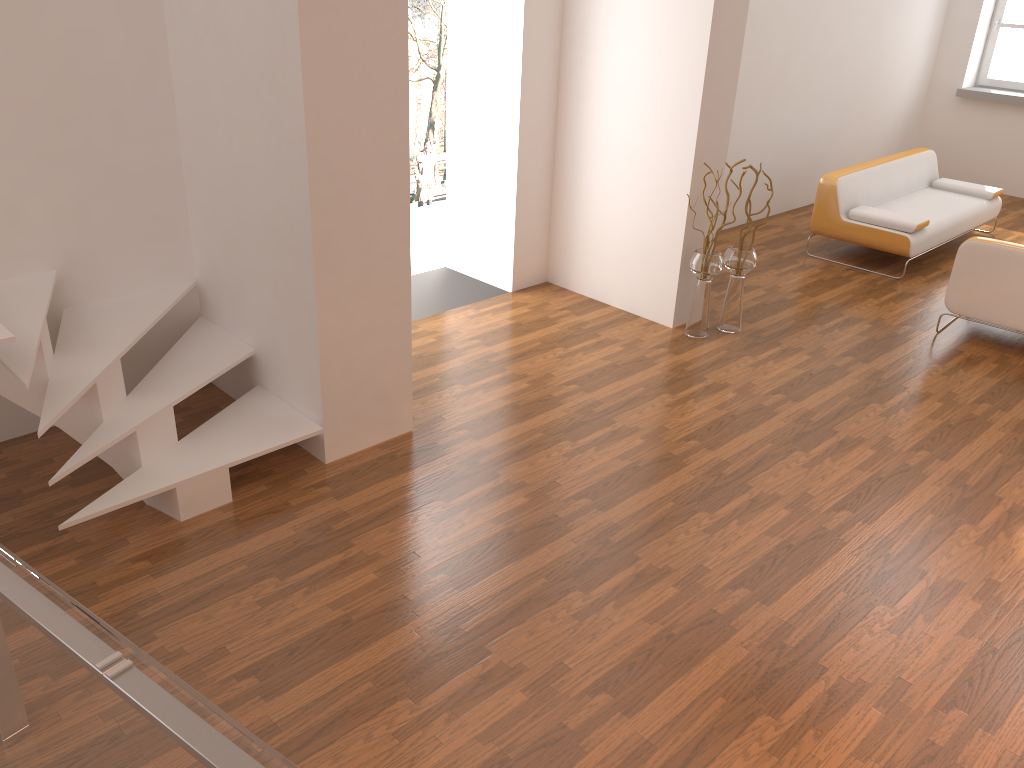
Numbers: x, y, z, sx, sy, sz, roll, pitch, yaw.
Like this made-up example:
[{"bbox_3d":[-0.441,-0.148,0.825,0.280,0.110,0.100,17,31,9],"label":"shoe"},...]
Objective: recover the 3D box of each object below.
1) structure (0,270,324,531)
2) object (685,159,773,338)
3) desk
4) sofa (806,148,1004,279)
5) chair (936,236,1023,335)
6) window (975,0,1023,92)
[{"bbox_3d":[-1.206,-0.105,1.519,3.450,3.042,4.630,-21,35,-39],"label":"structure"},{"bbox_3d":[1.224,-0.811,5.366,0.655,1.112,0.284,-8,28,-21],"label":"object"},{"bbox_3d":[-0.881,1.179,1.510,2.239,0.750,1.092,20,31,31],"label":"desk"},{"bbox_3d":[3.387,-1.502,7.491,0.825,0.661,2.010,25,34,38],"label":"sofa"},{"bbox_3d":[3.369,-0.599,5.634,0.923,0.661,0.825,23,33,35],"label":"chair"},{"bbox_3d":[5.562,-3.814,8.942,0.142,1.737,1.308,-21,35,-39],"label":"window"}]
